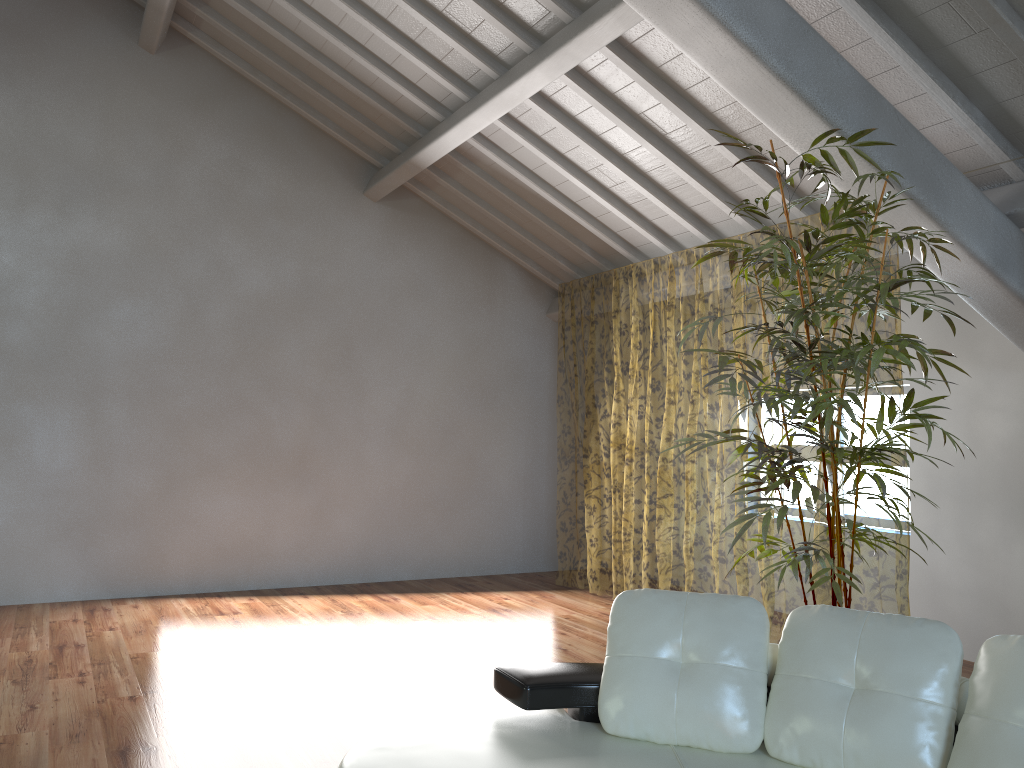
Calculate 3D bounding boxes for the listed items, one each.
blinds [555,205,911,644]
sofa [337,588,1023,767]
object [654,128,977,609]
[{"bbox_3d":[1.203,0.341,6.076,0.306,2.546,3.505,3,-4,-27],"label":"blinds"},{"bbox_3d":[0.920,0.985,1.880,3.047,0.805,1.359,-2,-4,42],"label":"sofa"},{"bbox_3d":[1.210,0.235,3.508,1.177,2.473,1.399,1,-3,-2],"label":"object"}]
